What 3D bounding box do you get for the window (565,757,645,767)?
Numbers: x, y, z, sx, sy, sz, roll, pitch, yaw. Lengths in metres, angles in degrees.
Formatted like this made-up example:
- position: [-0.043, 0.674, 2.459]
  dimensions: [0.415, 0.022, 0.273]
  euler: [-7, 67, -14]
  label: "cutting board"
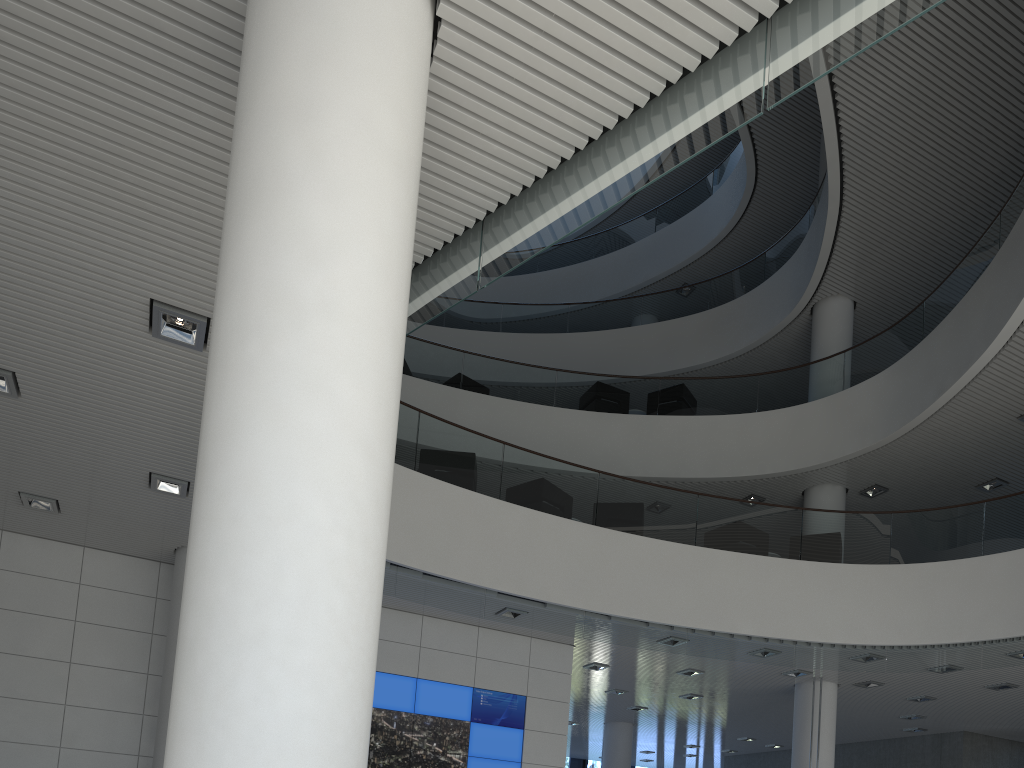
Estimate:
- position: [-0.997, 8.517, 15.864]
  dimensions: [18.907, 2.726, 0.080]
  euler: [19, -10, -24]
  label: "window"
